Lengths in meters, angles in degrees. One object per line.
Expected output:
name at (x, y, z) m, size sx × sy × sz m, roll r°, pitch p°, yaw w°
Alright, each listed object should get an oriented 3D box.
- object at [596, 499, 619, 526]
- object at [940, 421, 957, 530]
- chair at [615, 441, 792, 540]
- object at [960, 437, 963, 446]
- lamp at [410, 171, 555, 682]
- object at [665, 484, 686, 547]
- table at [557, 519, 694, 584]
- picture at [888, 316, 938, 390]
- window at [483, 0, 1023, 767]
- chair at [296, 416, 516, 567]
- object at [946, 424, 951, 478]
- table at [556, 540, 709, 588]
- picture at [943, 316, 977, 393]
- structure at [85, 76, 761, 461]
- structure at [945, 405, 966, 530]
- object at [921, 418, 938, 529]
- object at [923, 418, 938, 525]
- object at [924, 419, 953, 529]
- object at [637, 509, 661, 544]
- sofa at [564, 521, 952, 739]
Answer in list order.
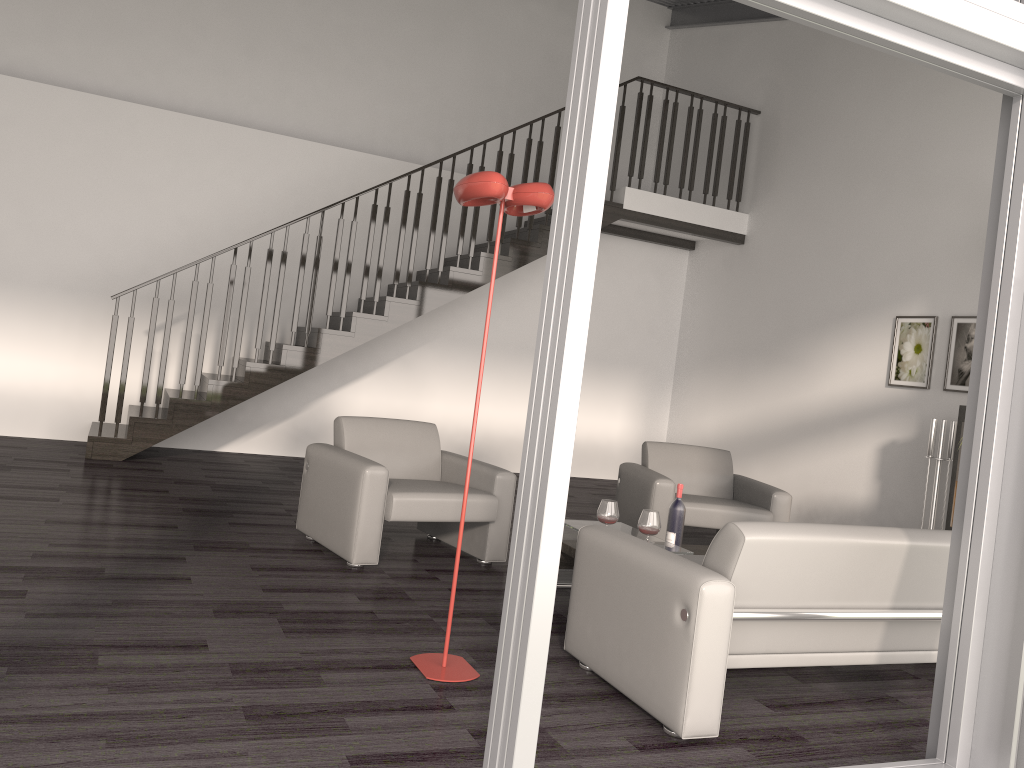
object at (0.488, 0.671, 4.513) m, size 0.115 × 0.156 × 0.116 m, roll 7°, pitch 0°, yaw -15°
object at (3.083, 0.787, 6.294) m, size 0.145 × 1.053 × 0.074 m, roll 7°, pitch -1°, yaw 27°
chair at (1.280, 0.808, 6.021) m, size 0.962 × 0.718 × 0.910 m, roll 7°, pitch 0°, yaw -9°
object at (3.029, 0.583, 4.539) m, size 2.114 × 1.667 × 1.721 m, roll 7°, pitch 0°, yaw -29°
lamp at (-0.137, 0.145, 3.239) m, size 0.352 × 1.789 × 0.365 m, roll 8°, pitch -1°, yaw -24°
object at (0.860, 0.708, 4.640) m, size 0.093 × 0.371 × 0.093 m, roll 8°, pitch -1°, yaw -25°
table at (0.529, 0.928, 4.454) m, size 0.399 × 0.342 × 0.681 m, roll 7°, pitch 1°, yaw -24°
picture at (3.218, -0.258, 7.120) m, size 0.026 × 0.578 × 0.394 m, roll 8°, pitch 0°, yaw -24°
window at (0.197, -0.632, 2.084) m, size 9.727 × 3.474 × 0.385 m, roll 7°, pitch -1°, yaw -24°
chair at (-0.584, 0.595, 5.028) m, size 0.961 × 0.718 × 0.912 m, roll 7°, pitch 0°, yaw -34°
object at (3.154, 0.793, 6.366) m, size 0.113 × 1.049 × 0.041 m, roll 7°, pitch -1°, yaw 21°
table at (0.885, 1.024, 4.614) m, size 1.198 × 0.250 × 0.601 m, roll 7°, pitch 1°, yaw -24°
picture at (3.433, -0.220, 6.629) m, size 0.026 × 0.578 × 0.394 m, roll 8°, pitch 0°, yaw -24°
structure at (-0.360, -1.155, 8.600) m, size 6.330 × 4.097 × 1.001 m, roll 7°, pitch -1°, yaw -24°
structure at (3.585, 0.117, 5.797) m, size 1.114 × 2.676 × 0.819 m, roll 7°, pitch -1°, yaw -24°
object at (2.940, 0.753, 6.299) m, size 0.078 × 1.021 × 0.166 m, roll 7°, pitch -1°, yaw 28°
object at (3.003, 0.738, 6.449) m, size 0.116 × 0.984 × 0.042 m, roll 6°, pitch -1°, yaw 42°
object at (3.040, 0.816, 6.367) m, size 0.401 × 1.126 × 0.399 m, roll 7°, pitch -1°, yaw 26°
object at (0.672, 0.698, 4.344) m, size 0.115 × 0.156 × 0.116 m, roll 7°, pitch 0°, yaw -33°
sofa at (1.343, 0.868, 3.602) m, size 2.111 × 0.718 × 0.903 m, roll 7°, pitch 1°, yaw -24°
